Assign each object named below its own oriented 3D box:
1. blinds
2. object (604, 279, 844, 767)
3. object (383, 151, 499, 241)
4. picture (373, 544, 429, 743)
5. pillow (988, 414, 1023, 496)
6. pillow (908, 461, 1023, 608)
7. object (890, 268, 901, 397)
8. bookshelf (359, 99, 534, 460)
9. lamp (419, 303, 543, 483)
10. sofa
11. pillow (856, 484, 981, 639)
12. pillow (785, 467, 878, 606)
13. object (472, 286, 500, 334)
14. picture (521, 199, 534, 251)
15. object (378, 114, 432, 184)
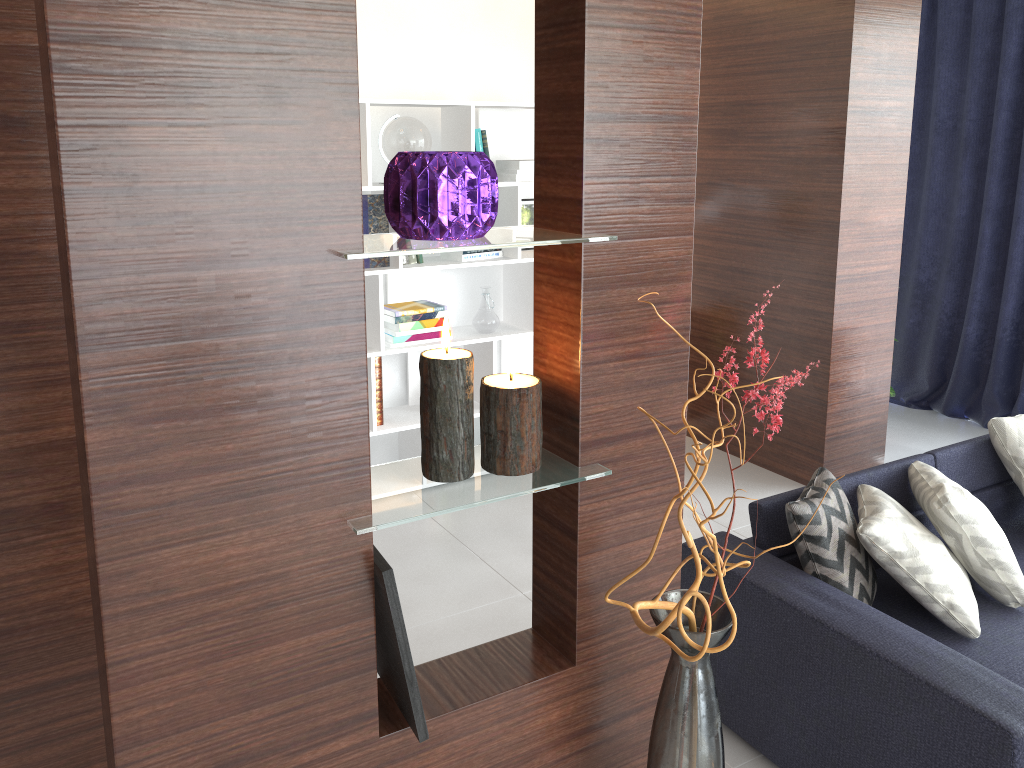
[{"bbox_3d":[1.823,-0.136,1.484,5.821,2.723,7.246,-7,17,-26],"label":"blinds"},{"bbox_3d":[0.254,0.254,1.028,0.199,0.722,0.392,9,15,39],"label":"object"},{"bbox_3d":[-0.082,-0.221,1.027,0.134,0.096,0.135,2,14,9],"label":"object"},{"bbox_3d":[-0.157,0.283,1.058,0.051,0.218,0.178,-6,14,-26],"label":"picture"},{"bbox_3d":[1.952,0.308,3.120,0.497,0.381,0.347,-8,15,-30],"label":"pillow"},{"bbox_3d":[1.398,0.447,2.730,0.280,0.345,0.426,3,14,12],"label":"pillow"},{"bbox_3d":[1.937,-0.623,4.936,0.505,1.813,0.489,6,13,27],"label":"object"},{"bbox_3d":[-0.321,-0.388,4.136,1.156,1.788,0.304,-7,13,-30],"label":"bookshelf"},{"bbox_3d":[-0.037,0.005,1.078,0.153,0.207,0.078,-4,12,-18],"label":"lamp"},{"bbox_3d":[2.204,0.668,2.550,2.887,0.597,1.926,-9,18,-30],"label":"sofa"},{"bbox_3d":[1.168,0.500,2.565,0.331,0.289,0.423,5,15,21],"label":"pillow"},{"bbox_3d":[0.925,0.474,2.529,0.222,0.379,0.421,7,15,29],"label":"pillow"},{"bbox_3d":[-0.125,-0.354,4.217,0.132,0.216,0.134,-6,13,-25],"label":"object"},{"bbox_3d":[0.065,-0.803,4.449,0.183,0.251,0.059,-7,13,-30],"label":"picture"},{"bbox_3d":[-0.468,-0.990,3.880,0.235,0.377,0.224,-2,12,-11],"label":"object"}]
